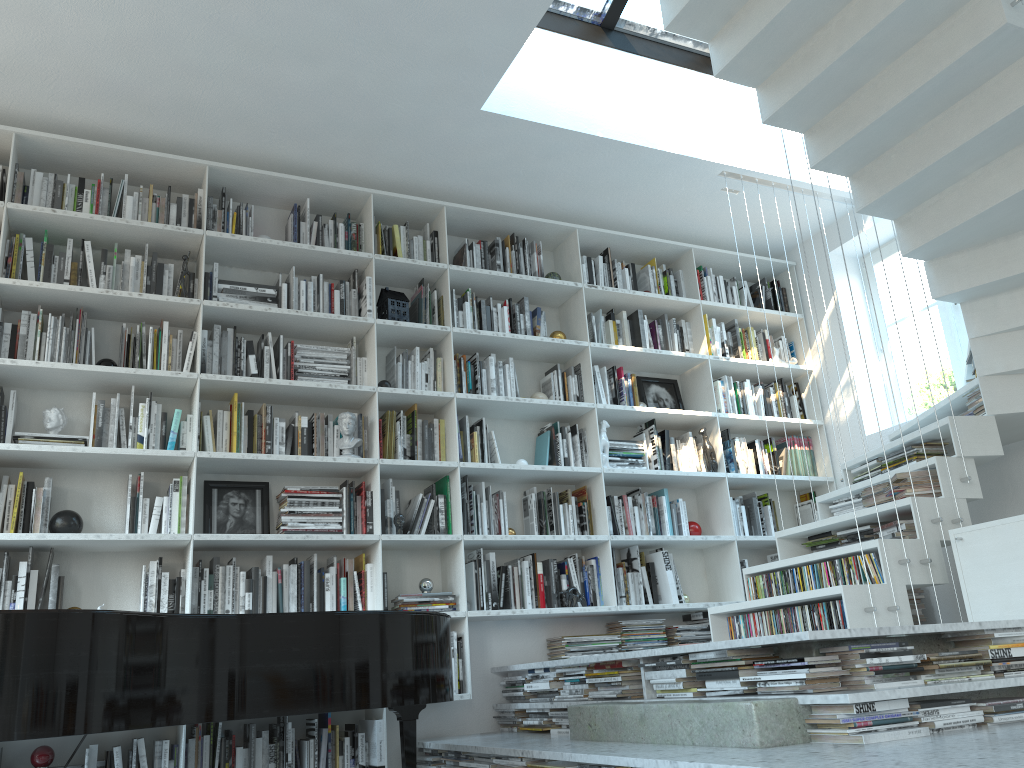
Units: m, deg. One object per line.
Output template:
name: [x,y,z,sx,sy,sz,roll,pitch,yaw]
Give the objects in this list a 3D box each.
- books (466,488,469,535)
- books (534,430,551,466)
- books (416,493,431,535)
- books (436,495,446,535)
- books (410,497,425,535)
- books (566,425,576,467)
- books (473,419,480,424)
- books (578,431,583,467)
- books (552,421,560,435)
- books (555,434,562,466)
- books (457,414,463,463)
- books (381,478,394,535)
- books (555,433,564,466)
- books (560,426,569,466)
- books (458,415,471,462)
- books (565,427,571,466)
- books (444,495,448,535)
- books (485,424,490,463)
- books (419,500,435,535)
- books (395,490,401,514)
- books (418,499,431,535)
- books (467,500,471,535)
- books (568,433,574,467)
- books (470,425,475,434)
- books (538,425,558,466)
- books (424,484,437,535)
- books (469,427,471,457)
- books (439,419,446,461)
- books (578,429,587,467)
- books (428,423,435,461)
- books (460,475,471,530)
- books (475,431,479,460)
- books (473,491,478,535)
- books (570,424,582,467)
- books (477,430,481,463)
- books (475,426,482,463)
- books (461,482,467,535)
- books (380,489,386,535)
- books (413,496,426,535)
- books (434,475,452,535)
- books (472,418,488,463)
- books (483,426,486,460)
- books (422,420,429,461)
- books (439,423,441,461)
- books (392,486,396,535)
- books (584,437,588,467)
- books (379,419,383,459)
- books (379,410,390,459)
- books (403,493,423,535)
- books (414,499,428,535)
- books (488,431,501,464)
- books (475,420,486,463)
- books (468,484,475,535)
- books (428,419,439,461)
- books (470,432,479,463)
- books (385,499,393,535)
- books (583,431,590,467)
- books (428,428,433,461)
books: [-0.262,0.680,4.608,0.006,0.280,0.155,4,-20,-25]
books: [0.166,0.393,4.934,0.056,0.240,0.154,4,-20,-25]
books: [-0.476,0.685,4.506,0.094,0.238,0.150,4,-20,-25]
books: [-0.387,0.692,4.526,0.029,0.222,0.171,4,-20,-25]
books: [-0.507,0.692,4.471,0.089,0.209,0.176,4,-20,-25]
books: [0.304,0.387,5.002,0.032,0.273,0.155,4,-20,-25]
books: [-0.182,0.349,4.822,0.011,0.299,0.089,4,-20,-25]
books: [0.348,0.405,5.017,0.013,0.244,0.159,4,-20,-25]
books: [0.236,0.373,4.980,0.013,0.294,0.154,4,-20,-25]
books: [0.226,0.407,4.943,0.006,0.209,0.188,4,-20,-25]
books: [-0.315,0.325,4.704,0.035,0.286,0.192,4,-20,-25]
books: [-0.624,0.639,4.447,0.013,0.305,0.141,4,-20,-25]
books: [0.234,0.403,4.949,0.013,0.218,0.188,4,-20,-25]
books: [0.263,0.386,4.972,0.018,0.262,0.165,4,-20,-25]
books: [-0.268,0.328,4.708,0.013,0.278,0.192,4,-20,-25]
books: [0.278,0.389,4.979,0.015,0.258,0.152,4,-20,-25]
books: [-0.369,0.696,4.547,0.021,0.225,0.148,4,-20,-25]
books: [-0.157,0.360,4.790,0.007,0.253,0.161,4,-20,-25]
books: [-0.459,0.704,4.506,0.091,0.204,0.169,4,-20,-25]
books: [-0.594,0.672,4.461,0.035,0.247,0.141,4,-20,-25]
books: [-0.476,0.701,4.512,0.090,0.214,0.139,4,-20,-25]
books: [-0.254,0.719,4.607,0.013,0.203,0.154,4,-20,-25]
books: [0.295,0.404,4.973,0.012,0.223,0.178,4,-20,-25]
books: [-0.227,0.357,4.746,0.008,0.241,0.169,4,-20,-25]
books: [0.202,0.382,4.948,0.021,0.263,0.174,4,-20,-25]
books: [-0.417,0.668,4.545,0.013,0.284,0.139,4,-20,-25]
books: [-0.254,0.350,4.740,0.013,0.255,0.145,4,-20,-25]
books: [-0.390,0.335,4.686,0.033,0.267,0.142,4,-20,-25]
books: [0.366,0.396,5.009,0.011,0.252,0.169,4,-20,-25]
books: [-0.442,0.342,4.649,0.028,0.238,0.146,4,-20,-25]
books: [-0.254,0.658,4.640,0.007,0.340,0.150,4,-20,-25]
books: [-0.216,0.374,4.746,0.014,0.208,0.157,4,-20,-25]
books: [-0.221,0.697,4.617,0.013,0.248,0.165,4,-20,-25]
books: [0.333,0.382,4.993,0.012,0.272,0.184,4,-20,-25]
books: [-0.203,0.371,4.744,0.007,0.211,0.158,4,-20,-25]
books: [-0.198,0.361,4.764,0.017,0.242,0.133,4,-20,-25]
books: [-0.274,0.673,4.607,0.018,0.294,0.178,4,-20,-25]
books: [-0.668,0.662,4.423,0.028,0.252,0.143,4,-20,-25]
books: [-0.502,0.692,4.498,0.095,0.225,0.144,4,-20,-25]
books: [-0.356,0.650,4.567,0.014,0.323,0.183,4,-20,-25]
books: [-0.175,0.340,4.779,0.013,0.286,0.159,4,-20,-25]
books: [-0.183,0.346,4.773,0.006,0.272,0.167,4,-20,-25]
books: [-0.476,0.328,4.605,0.027,0.241,0.189,4,-20,-25]
books: [-0.408,0.344,4.676,0.019,0.247,0.149,4,-20,-25]
books: [-0.615,0.662,4.454,0.012,0.265,0.158,4,-20,-25]
books: [0.376,0.422,5.023,0.023,0.211,0.165,4,-20,-25]
books: [-0.697,0.323,4.549,0.013,0.246,0.177,4,-20,-25]
books: [-0.660,0.295,4.546,0.035,0.292,0.145,4,-20,-25]
books: [-0.522,0.681,4.463,0.095,0.227,0.190,4,-20,-25]
books: [-0.490,0.699,4.496,0.090,0.211,0.143,4,-20,-25]
books: [-0.117,0.376,4.772,0.051,0.209,0.177,4,-20,-25]
books: [-0.185,0.346,4.765,0.006,0.269,0.179,4,-20,-25]
books: [-0.230,0.679,4.616,0.005,0.282,0.159,4,-20,-25]
books: [-0.420,0.330,4.659,0.032,0.265,0.143,4,-20,-25]
books: [-0.225,0.372,4.711,0.017,0.191,0.192,4,-20,-25]
books: [-0.632,0.687,4.408,0.027,0.191,0.183,4,-20,-25]
books: [0.394,0.404,5.027,0.010,0.244,0.159,4,-20,-25]
books: [-0.456,0.351,4.616,0.034,0.203,0.182,4,-20,-25]
